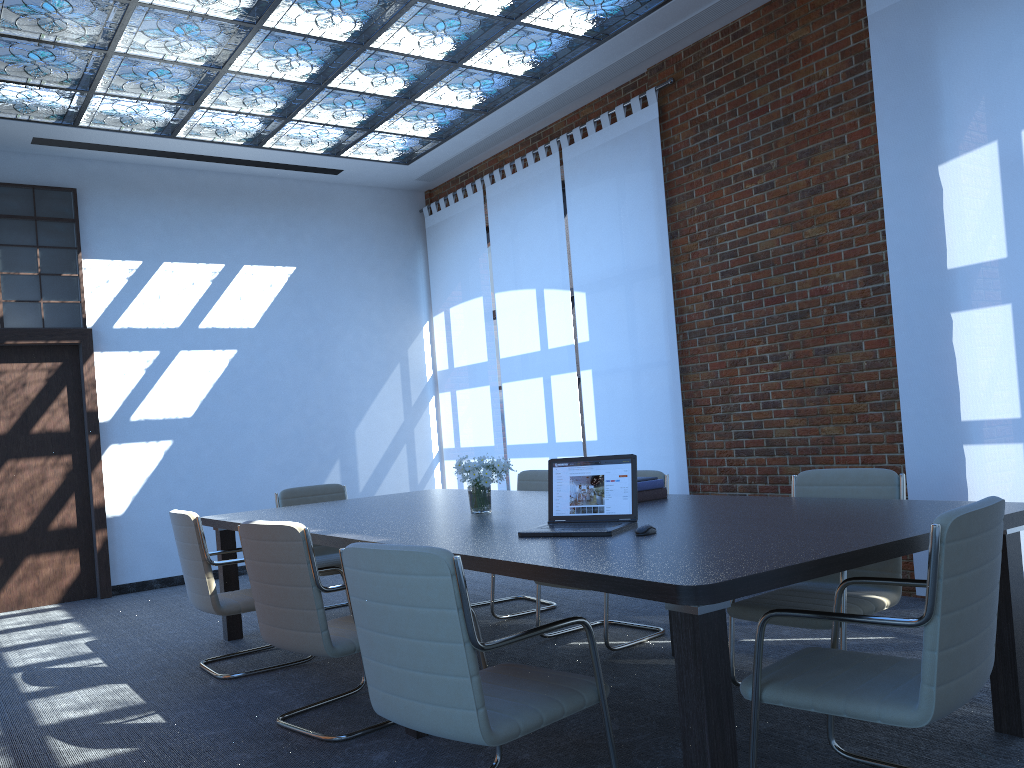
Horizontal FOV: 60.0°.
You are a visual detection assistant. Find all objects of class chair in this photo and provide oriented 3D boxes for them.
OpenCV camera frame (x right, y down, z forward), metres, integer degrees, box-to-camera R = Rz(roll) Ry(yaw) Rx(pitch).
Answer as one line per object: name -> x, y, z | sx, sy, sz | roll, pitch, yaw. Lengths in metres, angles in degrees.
chair -> -0.040, 1.078, 6.071 | 0.705, 0.922, 0.561 | -4, -1, -31
chair -> 1.101, 0.817, 2.683 | 0.708, 0.922, 0.559 | -6, -2, 44
chair -> 1.333, 0.858, 3.873 | 0.705, 0.922, 0.561 | -3, -2, -39
chair -> -0.094, 0.918, 2.795 | 0.561, 0.922, 0.705 | -6, -2, 44
chair -> -1.289, 1.192, 6.354 | 0.559, 0.922, 0.708 | -4, -2, -34
chair -> 0.519, 0.983, 5.071 | 0.705, 0.922, 0.561 | -3, -2, -41
chair -> -1.540, 1.149, 5.091 | 0.705, 0.922, 0.561 | -4, -2, -34
chair -> -0.771, 1.031, 3.960 | 0.561, 0.922, 0.705 | -6, -2, 44

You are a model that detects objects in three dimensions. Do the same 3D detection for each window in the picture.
window -> -4.443, -1.096, 7.643 | 1.327, 1.291, 0.059 | -3, -1, -34
window -> 2.321, -0.445, 6.307 | 0.160, 3.605, 9.642 | -4, -2, -34

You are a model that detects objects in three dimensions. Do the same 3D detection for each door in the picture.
door -> -4.325, 0.743, 7.673 | 1.398, 2.433, 0.201 | -4, -1, -34

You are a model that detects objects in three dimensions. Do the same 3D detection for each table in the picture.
table -> -0.039, 1.057, 4.508 | 1.807, 0.809, 4.514 | -3, -3, -34

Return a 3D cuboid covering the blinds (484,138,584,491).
blinds -> 0.217, -0.280, 8.414 | 0.039, 3.755, 1.221 | -4, -1, -34

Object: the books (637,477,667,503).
books -> 0.604, 0.543, 4.549 | 0.294, 0.115, 0.255 | -3, -3, -36

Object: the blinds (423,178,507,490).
blinds -> -0.499, -0.170, 9.469 | 0.039, 3.755, 1.221 | -4, -1, -34

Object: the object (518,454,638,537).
object -> 0.257, 0.434, 3.457 | 0.391, 0.282, 0.322 | -6, -2, 29

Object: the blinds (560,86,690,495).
blinds -> 0.928, -0.389, 7.368 | 0.039, 3.755, 1.221 | -4, -1, -34

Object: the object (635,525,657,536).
object -> 0.482, 0.527, 3.204 | 0.059, 0.034, 0.101 | -6, -3, 36

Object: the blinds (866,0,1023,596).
blinds -> 2.658, -0.655, 4.823 | 0.039, 3.755, 1.317 | -4, -1, -34

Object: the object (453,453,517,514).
object -> -0.160, 0.508, 4.563 | 0.328, 0.309, 0.337 | -4, -2, -24
